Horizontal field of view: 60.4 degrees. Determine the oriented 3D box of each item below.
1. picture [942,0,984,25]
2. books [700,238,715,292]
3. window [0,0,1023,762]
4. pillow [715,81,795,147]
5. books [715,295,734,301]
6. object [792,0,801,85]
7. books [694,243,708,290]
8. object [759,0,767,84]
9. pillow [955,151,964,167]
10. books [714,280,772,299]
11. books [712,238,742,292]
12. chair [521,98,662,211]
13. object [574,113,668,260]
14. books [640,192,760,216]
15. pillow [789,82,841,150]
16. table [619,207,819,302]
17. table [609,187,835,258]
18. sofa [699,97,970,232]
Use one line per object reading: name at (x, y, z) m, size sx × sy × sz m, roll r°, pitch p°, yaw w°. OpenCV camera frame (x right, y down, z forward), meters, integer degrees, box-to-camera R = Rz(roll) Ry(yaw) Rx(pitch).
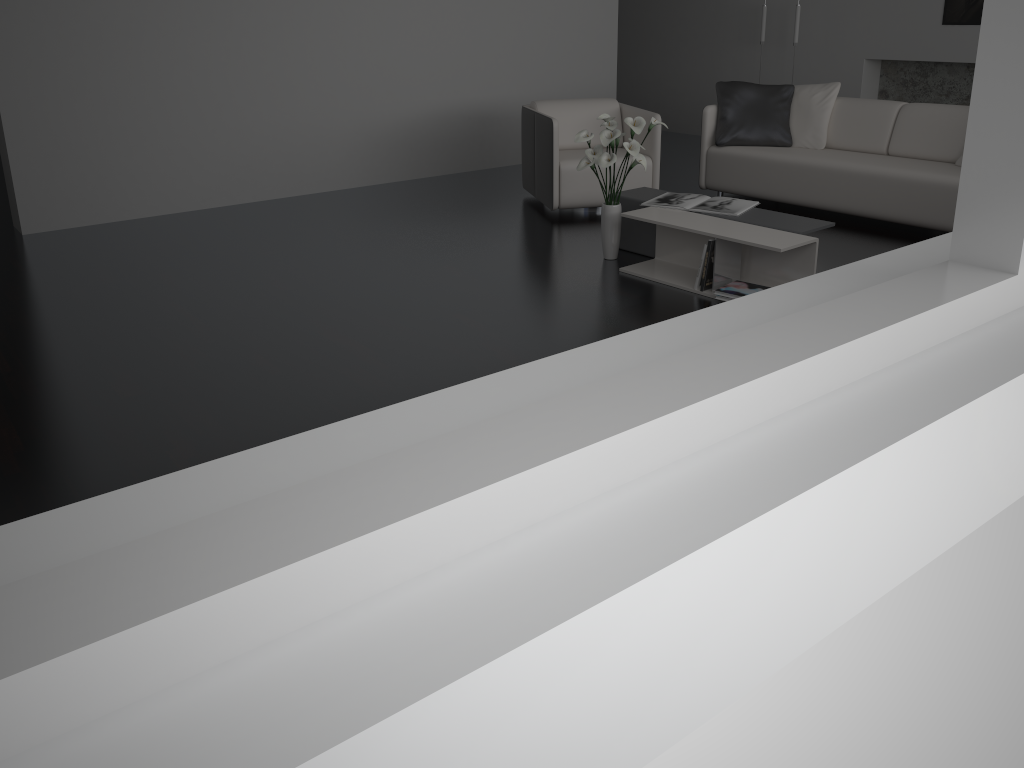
picture at (3.773, -3.312, 6.847) m, size 0.004 × 0.969 × 0.763 m, roll -13°, pitch 23°, yaw -34°
books at (1.015, -0.595, 4.289) m, size 0.237 × 0.254 × 0.051 m, roll -17°, pitch 24°, yaw -37°
window at (2.331, -1.284, 2.379) m, size 8.171 × 1.382 × 0.112 m, roll -18°, pitch 24°, yaw -35°
pillow at (1.742, -1.935, 6.311) m, size 0.565 × 0.434 × 0.288 m, roll 2°, pitch 19°, yaw 7°
books at (1.126, -0.409, 4.150) m, size 0.268 × 0.016 × 0.218 m, roll 19°, pitch 30°, yaw 39°
object at (2.600, -2.835, 8.152) m, size 0.182 × 1.346 × 0.184 m, roll -14°, pitch 22°, yaw -35°
books at (0.994, -0.592, 4.313) m, size 0.231 × 0.230 × 0.071 m, roll -17°, pitch 24°, yaw -37°
object at (2.410, -3.003, 8.552) m, size 0.182 × 1.346 × 0.184 m, roll -14°, pitch 22°, yaw -35°
pillow at (3.021, -1.489, 5.254) m, size 0.302 × 0.489 × 0.603 m, roll -13°, pitch 24°, yaw -30°
books at (1.129, -0.435, 4.169) m, size 0.268 × 0.016 × 0.232 m, roll 19°, pitch 30°, yaw 39°
books at (1.048, -0.601, 4.276) m, size 0.208 × 0.274 × 0.007 m, roll -17°, pitch 23°, yaw -37°
chair at (0.530, -1.659, 6.246) m, size 0.769 × 0.638 × 0.952 m, roll -5°, pitch 22°, yaw -12°
object at (0.563, -1.028, 4.702) m, size 0.382 × 0.769 × 0.458 m, roll 12°, pitch 23°, yaw 34°
books at (1.017, -0.979, 4.760) m, size 0.554 × 0.016 × 0.368 m, roll 14°, pitch 27°, yaw 30°
pillow at (2.049, -1.929, 6.365) m, size 0.594 × 0.482 × 0.330 m, roll 17°, pitch 26°, yaw 39°
table at (0.991, -0.636, 4.362) m, size 0.303 × 0.303 × 0.990 m, roll -16°, pitch 27°, yaw -36°
table at (1.075, -0.799, 4.742) m, size 0.303 × 0.303 × 1.286 m, roll -16°, pitch 27°, yaw -35°
sofa at (2.426, -1.512, 5.837) m, size 0.934 × 0.637 × 2.289 m, roll -17°, pitch 28°, yaw -36°
